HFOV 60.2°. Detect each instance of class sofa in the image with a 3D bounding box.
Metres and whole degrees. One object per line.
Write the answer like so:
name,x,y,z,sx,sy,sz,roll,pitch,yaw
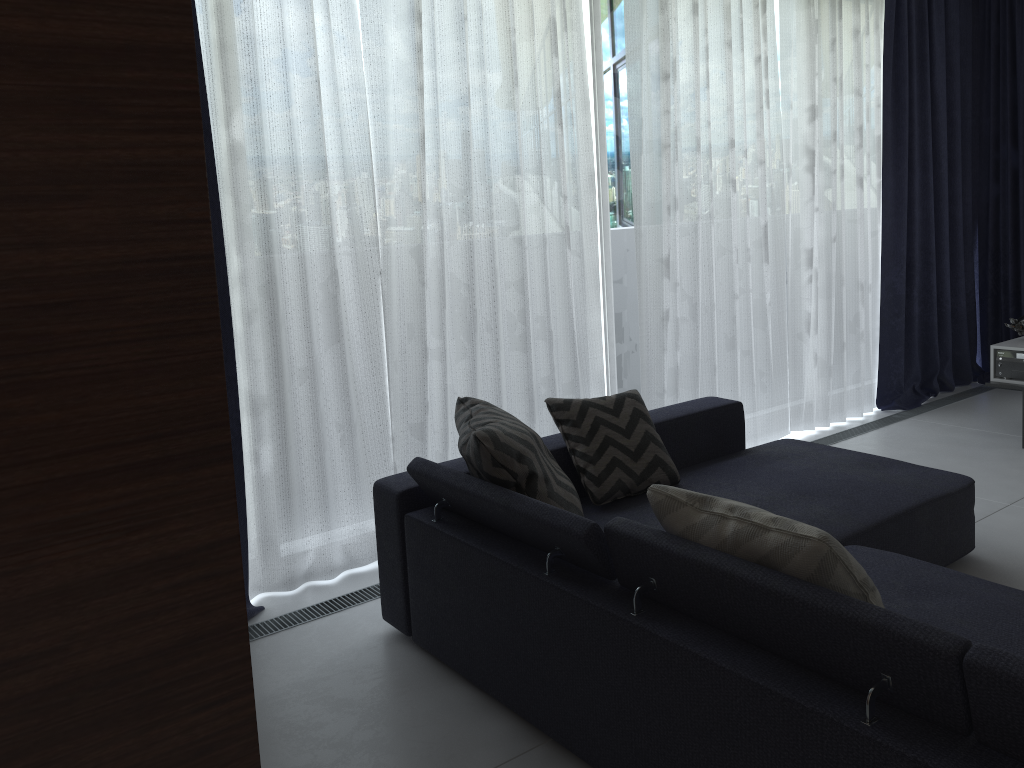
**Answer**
sofa,1.173,0.522,2.251,1.912,0.601,2.889,-11,13,-35

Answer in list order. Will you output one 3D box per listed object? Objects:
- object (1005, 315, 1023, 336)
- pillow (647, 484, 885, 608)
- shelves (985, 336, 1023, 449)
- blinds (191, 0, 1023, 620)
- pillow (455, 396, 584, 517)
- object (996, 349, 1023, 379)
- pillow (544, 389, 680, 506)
object,2.763,-0.308,4.639,0.311,0.148,0.139,-1,9,11
pillow,0.574,0.420,1.923,0.345,0.384,0.498,-9,11,-36
shelves,3.486,0.130,3.864,0.878,0.494,2.363,-10,13,-35
blinds,2.027,-0.535,1.845,7.177,2.742,5.837,-10,12,-32
pillow,0.022,0.324,2.670,0.355,0.512,0.605,-4,9,-6
object,2.739,-0.106,4.501,0.371,0.148,0.371,-11,13,-35
pillow,0.368,0.207,3.118,0.417,0.341,0.288,-9,10,-31
